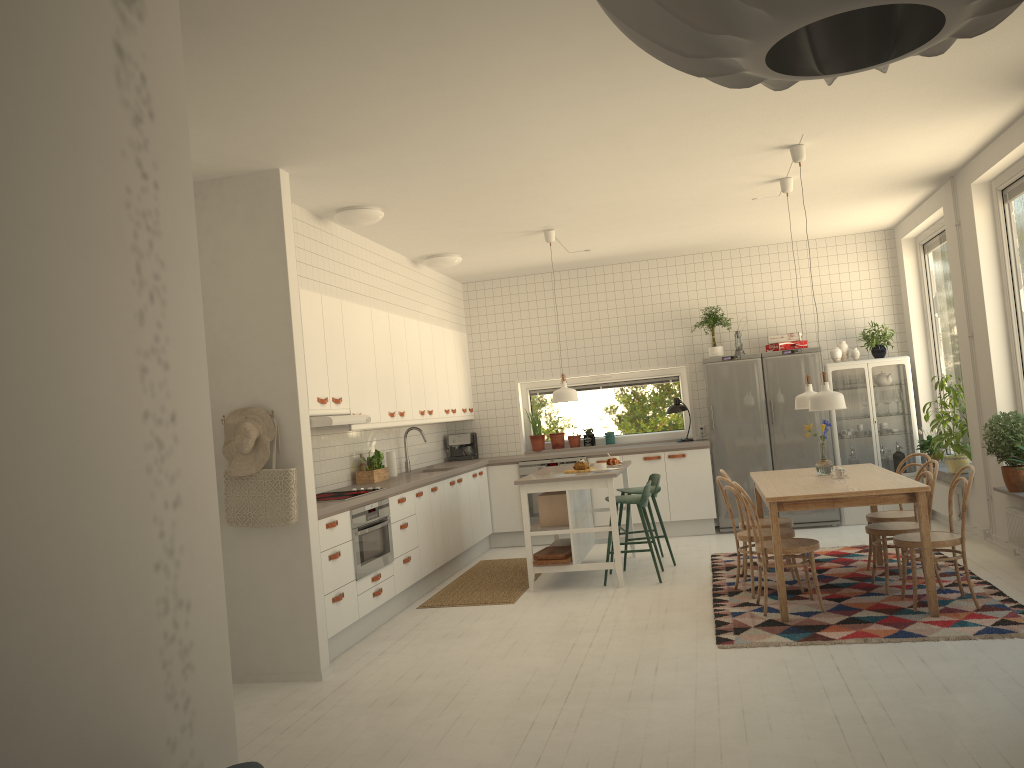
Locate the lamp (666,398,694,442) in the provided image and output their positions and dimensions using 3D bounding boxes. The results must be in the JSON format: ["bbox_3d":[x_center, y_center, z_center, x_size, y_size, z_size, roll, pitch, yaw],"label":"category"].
[{"bbox_3d":[1.742,0.374,9.271,0.239,0.466,0.262,-7,-3,41],"label":"lamp"}]

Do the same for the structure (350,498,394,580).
[{"bbox_3d":[-1.248,1.067,6.075,0.704,0.447,0.682,-6,-2,12],"label":"structure"}]

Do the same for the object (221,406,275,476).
[{"bbox_3d":[-1.498,0.322,4.992,0.335,0.385,0.136,-6,-2,12],"label":"object"}]

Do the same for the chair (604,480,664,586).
[{"bbox_3d":[0.933,1.160,7.006,0.446,0.752,0.485,-6,-2,12],"label":"chair"}]

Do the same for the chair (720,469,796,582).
[{"bbox_3d":[1.821,1.016,6.545,0.483,0.811,0.385,-6,-2,14],"label":"chair"}]

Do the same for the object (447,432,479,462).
[{"bbox_3d":[-0.565,0.694,9.745,0.316,0.292,0.279,-6,-2,13],"label":"object"}]

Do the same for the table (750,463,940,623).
[{"bbox_3d":[2.136,1.004,5.930,0.894,0.749,1.797,-6,-2,12],"label":"table"}]

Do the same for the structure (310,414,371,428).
[{"bbox_3d":[-1.318,0.262,6.112,0.482,0.073,0.681,-6,-2,12],"label":"structure"}]

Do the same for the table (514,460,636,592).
[{"bbox_3d":[0.590,1.153,7.443,0.794,0.864,1.423,-6,-2,12],"label":"table"}]

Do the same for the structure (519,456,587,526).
[{"bbox_3d":[0.514,1.135,9.421,0.705,0.710,0.704,-6,-2,12],"label":"structure"}]

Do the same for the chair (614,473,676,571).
[{"bbox_3d":[1.097,1.166,7.602,0.446,0.752,0.485,-5,-2,-3],"label":"chair"}]

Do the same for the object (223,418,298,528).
[{"bbox_3d":[-1.426,0.505,5.011,0.439,0.613,0.093,-6,-2,11],"label":"object"}]

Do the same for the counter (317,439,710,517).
[{"bbox_3d":[0.191,0.764,7.291,2.856,0.163,4.844,-6,-2,12],"label":"counter"}]

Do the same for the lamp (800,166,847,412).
[{"bbox_3d":[1.896,-0.631,5.567,0.230,1.596,0.229,-3,-3,-43],"label":"lamp"}]

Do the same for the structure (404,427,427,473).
[{"bbox_3d":[-0.902,0.609,8.297,0.236,0.421,0.063,-6,-3,19],"label":"structure"}]

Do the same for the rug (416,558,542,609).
[{"bbox_3d":[-0.142,1.657,7.530,0.750,0.004,2.000,-6,-2,12],"label":"rug"}]

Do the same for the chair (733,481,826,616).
[{"bbox_3d":[1.667,0.995,5.543,0.483,0.811,0.385,-6,-2,9],"label":"chair"}]

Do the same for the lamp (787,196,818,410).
[{"bbox_3d":[2.076,-0.619,6.407,0.230,1.596,0.229,-4,-3,-32],"label":"lamp"}]

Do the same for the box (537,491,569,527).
[{"bbox_3d":[0.365,0.994,7.126,0.237,0.242,0.357,-6,-2,13],"label":"box"}]

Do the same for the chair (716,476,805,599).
[{"bbox_3d":[1.682,1.012,6.053,0.483,0.811,0.385,-5,-2,-6],"label":"chair"}]

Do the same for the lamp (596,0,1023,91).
[{"bbox_3d":[0.244,-0.913,0.811,0.536,1.229,0.535,-3,-3,-44],"label":"lamp"}]

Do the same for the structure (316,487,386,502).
[{"bbox_3d":[-1.227,0.779,6.070,0.504,0.057,0.763,-6,-2,12],"label":"structure"}]

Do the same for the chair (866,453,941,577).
[{"bbox_3d":[2.773,0.920,6.331,0.483,0.811,0.385,-5,-2,-16],"label":"chair"}]

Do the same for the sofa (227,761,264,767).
[{"bbox_3d":[-0.286,1.049,0.902,0.964,0.773,1.603,-6,-2,12],"label":"sofa"}]

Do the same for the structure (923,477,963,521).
[{"bbox_3d":[3.876,1.015,7.930,0.113,0.276,1.016,-6,-2,12],"label":"structure"}]

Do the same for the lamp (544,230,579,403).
[{"bbox_3d":[0.380,-0.590,7.474,0.229,1.491,0.229,-6,-2,13],"label":"lamp"}]

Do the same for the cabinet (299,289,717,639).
[{"bbox_3d":[0.152,0.369,7.308,2.852,2.160,4.844,-6,-2,12],"label":"cabinet"}]

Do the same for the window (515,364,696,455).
[{"bbox_3d":[1.022,0.283,9.742,1.898,0.816,0.293,-6,-2,12],"label":"window"}]

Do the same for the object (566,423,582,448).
[{"bbox_3d":[0.692,0.562,9.725,0.194,0.277,0.176,-4,-2,-21],"label":"object"}]

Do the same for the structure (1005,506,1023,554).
[{"bbox_3d":[3.387,0.981,5.646,0.113,0.279,1.028,-6,-2,12],"label":"structure"}]

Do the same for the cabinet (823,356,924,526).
[{"bbox_3d":[3.566,0.557,8.783,0.789,1.593,0.453,-6,-2,12],"label":"cabinet"}]

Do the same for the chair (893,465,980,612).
[{"bbox_3d":[2.535,0.905,5.298,0.483,0.811,0.385,-6,-2,14],"label":"chair"}]

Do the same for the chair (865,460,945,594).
[{"bbox_3d":[2.567,0.920,5.804,0.483,0.811,0.385,-6,-2,9],"label":"chair"}]

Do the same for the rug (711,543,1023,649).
[{"bbox_3d":[2.276,1.370,6.119,1.748,0.035,3.024,-6,-2,12],"label":"rug"}]
